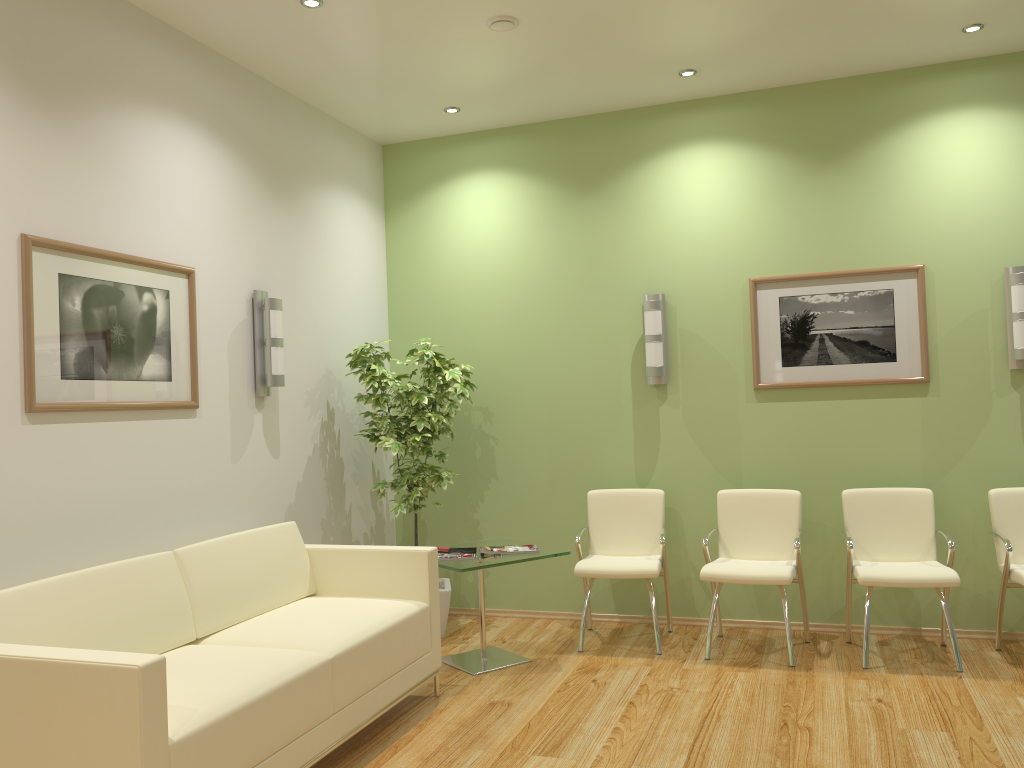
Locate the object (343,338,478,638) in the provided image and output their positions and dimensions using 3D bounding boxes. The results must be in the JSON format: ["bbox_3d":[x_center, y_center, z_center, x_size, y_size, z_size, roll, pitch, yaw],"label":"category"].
[{"bbox_3d":[-0.616,0.649,5.633,0.668,1.900,0.943,-3,-2,27],"label":"object"}]

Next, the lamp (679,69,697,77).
[{"bbox_3d":[1.030,-1.819,5.199,0.105,0.011,0.105,-2,-1,0],"label":"lamp"}]

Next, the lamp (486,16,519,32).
[{"bbox_3d":[-0.047,-1.791,4.432,0.167,0.024,0.167,-2,-1,-20],"label":"lamp"}]

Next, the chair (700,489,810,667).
[{"bbox_3d":[1.383,1.071,5.067,0.536,0.881,0.650,-3,-2,24],"label":"chair"}]

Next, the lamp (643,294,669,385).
[{"bbox_3d":[0.912,-0.288,5.661,0.134,0.580,0.142,-3,-1,19],"label":"lamp"}]

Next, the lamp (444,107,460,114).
[{"bbox_3d":[-0.385,-1.755,5.693,0.105,0.011,0.105,-1,-2,-45],"label":"lamp"}]

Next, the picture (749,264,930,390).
[{"bbox_3d":[1.960,-0.334,5.357,1.000,0.700,0.025,-3,-1,19],"label":"picture"}]

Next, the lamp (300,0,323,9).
[{"bbox_3d":[-0.932,-1.772,4.127,0.105,0.011,0.105,-1,-2,-37],"label":"lamp"}]

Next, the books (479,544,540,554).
[{"bbox_3d":[-0.019,0.933,5.036,0.328,0.031,0.230,-2,-1,-6],"label":"books"}]

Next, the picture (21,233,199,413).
[{"bbox_3d":[-1.723,-0.232,3.911,0.025,0.700,1.000,-3,-1,19],"label":"picture"}]

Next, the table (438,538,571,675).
[{"bbox_3d":[-0.166,1.261,5.030,0.736,0.614,0.736,-1,-2,-36],"label":"table"}]

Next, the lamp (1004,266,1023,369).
[{"bbox_3d":[2.862,-0.377,4.980,0.134,0.580,0.142,-3,-1,19],"label":"lamp"}]

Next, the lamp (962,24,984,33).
[{"bbox_3d":[2.445,-1.884,4.705,0.105,0.011,0.105,-2,-1,0],"label":"lamp"}]

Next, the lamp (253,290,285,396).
[{"bbox_3d":[-1.328,-0.224,4.864,0.142,0.580,0.134,-3,-1,19],"label":"lamp"}]

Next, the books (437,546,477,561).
[{"bbox_3d":[-0.317,0.942,4.957,0.230,0.031,0.328,-2,-1,-1],"label":"books"}]
